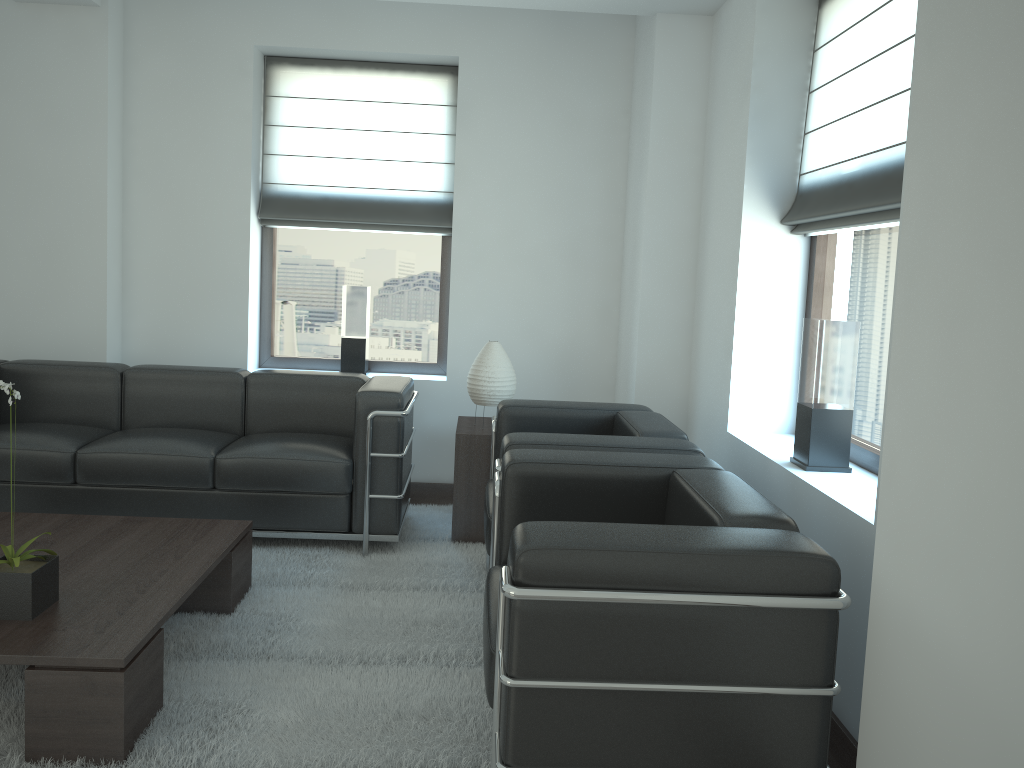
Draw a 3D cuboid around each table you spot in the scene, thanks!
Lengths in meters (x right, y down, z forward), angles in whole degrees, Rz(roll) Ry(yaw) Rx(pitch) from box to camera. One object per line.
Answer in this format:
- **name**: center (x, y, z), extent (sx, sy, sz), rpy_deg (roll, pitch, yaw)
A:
- **table**: center (-2.496, 1.114, 4.336), extent (1.936, 0.440, 1.927), rpy_deg (2, 7, -2)
- **table**: center (-0.172, 0.734, 6.759), extent (0.526, 0.842, 0.788), rpy_deg (2, 6, -2)

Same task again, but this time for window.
- **window**: center (-1.370, -1.475, 7.958), extent (1.700, 2.724, 0.146), rpy_deg (2, 5, -2)
- **window**: center (1.994, -0.900, 4.510), extent (0.146, 2.724, 2.139), rpy_deg (2, 6, -2)

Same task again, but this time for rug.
- **rug**: center (-2.165, 1.265, 4.788), extent (6.251, 0.110, 5.186), rpy_deg (2, 7, -2)

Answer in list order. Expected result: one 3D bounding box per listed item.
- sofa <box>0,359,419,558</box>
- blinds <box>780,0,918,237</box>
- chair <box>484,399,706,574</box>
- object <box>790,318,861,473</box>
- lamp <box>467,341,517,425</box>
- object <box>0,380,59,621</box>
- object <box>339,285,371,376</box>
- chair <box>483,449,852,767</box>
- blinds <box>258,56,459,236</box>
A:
- **sofa**: center (-2.467, 0.497, 6.425), extent (3.476, 1.167, 1.127), rpy_deg (2, 6, -2)
- **blinds**: center (1.855, -1.529, 4.445), extent (0.222, 1.472, 2.130), rpy_deg (2, 6, -2)
- **chair**: center (0.397, 0.776, 5.217), extent (1.123, 1.167, 1.651), rpy_deg (2, 6, -2)
- **object**: center (1.637, 0.053, 4.626), extent (0.238, 0.774, 0.244), rpy_deg (2, 5, -2)
- **lamp**: center (-0.152, 0.001, 6.632), extent (0.375, 0.653, 0.375), rpy_deg (5, 6, 27)
- **object**: center (-2.119, 0.478, 3.797), extent (0.252, 0.989, 0.336), rpy_deg (2, 5, -2)
- **object**: center (-1.378, -0.475, 7.811), extent (0.238, 0.774, 0.244), rpy_deg (2, 5, -2)
- **chair**: center (0.447, 0.983, 3.540), extent (1.123, 1.167, 1.651), rpy_deg (2, 6, -2)
- **blinds**: center (-1.329, -2.078, 7.743), extent (1.686, 1.472, 0.223), rpy_deg (2, 5, -2)
